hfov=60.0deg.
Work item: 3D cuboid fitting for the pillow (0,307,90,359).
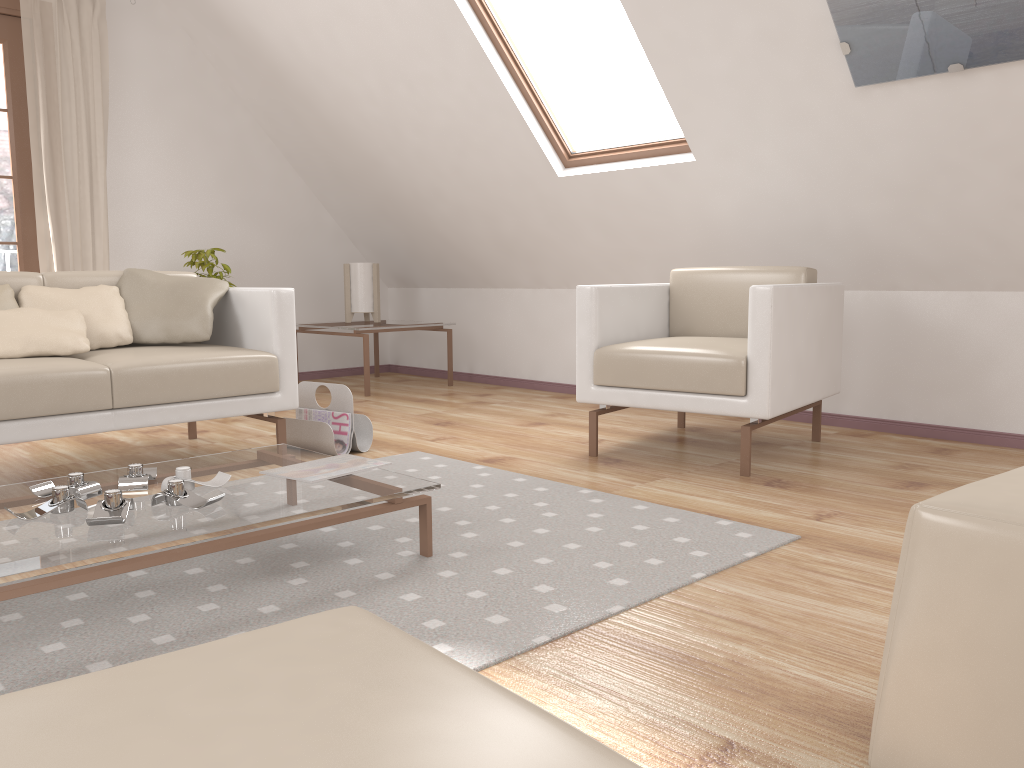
[{"bbox_3d":[-1.574,-0.166,2.898,0.363,0.170,0.227,-6,9,-38],"label":"pillow"}]

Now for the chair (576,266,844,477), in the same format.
[{"bbox_3d":[0.767,-0.097,3.406,0.748,0.706,0.820,5,9,36],"label":"chair"}]

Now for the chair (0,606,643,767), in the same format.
[{"bbox_3d":[-0.173,0.411,0.529,0.506,0.394,0.506,-6,9,-38],"label":"chair"}]

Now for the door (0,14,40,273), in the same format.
[{"bbox_3d":[-3.058,-0.836,4.203,1.546,2.001,0.098,-7,9,-43],"label":"door"}]

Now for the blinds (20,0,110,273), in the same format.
[{"bbox_3d":[-2.308,-1.002,4.720,0.123,2.129,0.424,6,9,41],"label":"blinds"}]

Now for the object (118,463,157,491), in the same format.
[{"bbox_3d":[-0.885,0.211,2.100,0.064,0.052,0.143,-2,7,-13],"label":"object"}]

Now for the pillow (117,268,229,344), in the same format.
[{"bbox_3d":[-1.279,-0.294,3.306,0.424,0.276,0.269,0,7,6],"label":"pillow"}]

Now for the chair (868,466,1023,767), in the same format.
[{"bbox_3d":[0.820,0.330,1.135,0.506,0.394,0.506,-6,9,-39],"label":"chair"}]

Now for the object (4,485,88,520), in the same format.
[{"bbox_3d":[-0.964,0.244,1.835,0.143,0.052,0.064,-7,9,-43],"label":"object"}]

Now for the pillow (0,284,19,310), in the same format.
[{"bbox_3d":[-1.787,-0.208,2.897,0.351,0.235,0.185,-6,9,-40],"label":"pillow"}]

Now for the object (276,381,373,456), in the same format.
[{"bbox_3d":[-0.734,0.128,3.459,0.315,0.267,0.212,4,8,33],"label":"object"}]

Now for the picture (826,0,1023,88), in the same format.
[{"bbox_3d":[1.156,-1.328,2.537,0.683,0.738,0.650,-7,9,-43],"label":"picture"}]

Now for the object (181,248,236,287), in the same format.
[{"bbox_3d":[-1.740,-0.361,5.125,0.307,0.846,0.311,5,9,38],"label":"object"}]

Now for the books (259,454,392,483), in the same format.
[{"bbox_3d":[-0.466,0.212,2.253,0.192,0.005,0.280,5,9,38],"label":"books"}]

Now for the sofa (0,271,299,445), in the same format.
[{"bbox_3d":[-1.721,-0.009,2.839,1.880,0.706,0.820,-7,9,-43],"label":"sofa"}]

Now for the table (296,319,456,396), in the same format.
[{"bbox_3d":[-0.874,-0.182,5.533,0.773,0.390,0.730,6,10,44],"label":"table"}]

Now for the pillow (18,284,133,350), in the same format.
[{"bbox_3d":[-1.537,-0.237,3.127,0.351,0.225,0.196,-6,9,-38],"label":"pillow"}]

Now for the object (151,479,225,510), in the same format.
[{"bbox_3d":[-0.694,0.234,1.899,0.143,0.051,0.064,2,7,16],"label":"object"}]

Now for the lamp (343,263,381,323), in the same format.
[{"bbox_3d":[-0.954,-0.581,5.638,0.221,0.375,0.180,-2,7,-10],"label":"lamp"}]

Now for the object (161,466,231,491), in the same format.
[{"bbox_3d":[-0.731,0.215,2.054,0.143,0.052,0.064,-7,9,-43],"label":"object"}]

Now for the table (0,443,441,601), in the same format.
[{"bbox_3d":[-0.842,0.350,1.955,1.173,0.190,0.730,-7,9,-43],"label":"table"}]

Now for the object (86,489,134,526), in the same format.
[{"bbox_3d":[-0.810,0.248,1.789,0.064,0.052,0.143,-2,7,-13],"label":"object"}]

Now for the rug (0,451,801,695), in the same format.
[{"bbox_3d":[-0.824,0.450,1.891,2.800,0.007,1.600,-7,9,-43],"label":"rug"}]

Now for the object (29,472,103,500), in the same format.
[{"bbox_3d":[-1.002,0.225,1.990,0.143,0.052,0.064,2,7,16],"label":"object"}]
